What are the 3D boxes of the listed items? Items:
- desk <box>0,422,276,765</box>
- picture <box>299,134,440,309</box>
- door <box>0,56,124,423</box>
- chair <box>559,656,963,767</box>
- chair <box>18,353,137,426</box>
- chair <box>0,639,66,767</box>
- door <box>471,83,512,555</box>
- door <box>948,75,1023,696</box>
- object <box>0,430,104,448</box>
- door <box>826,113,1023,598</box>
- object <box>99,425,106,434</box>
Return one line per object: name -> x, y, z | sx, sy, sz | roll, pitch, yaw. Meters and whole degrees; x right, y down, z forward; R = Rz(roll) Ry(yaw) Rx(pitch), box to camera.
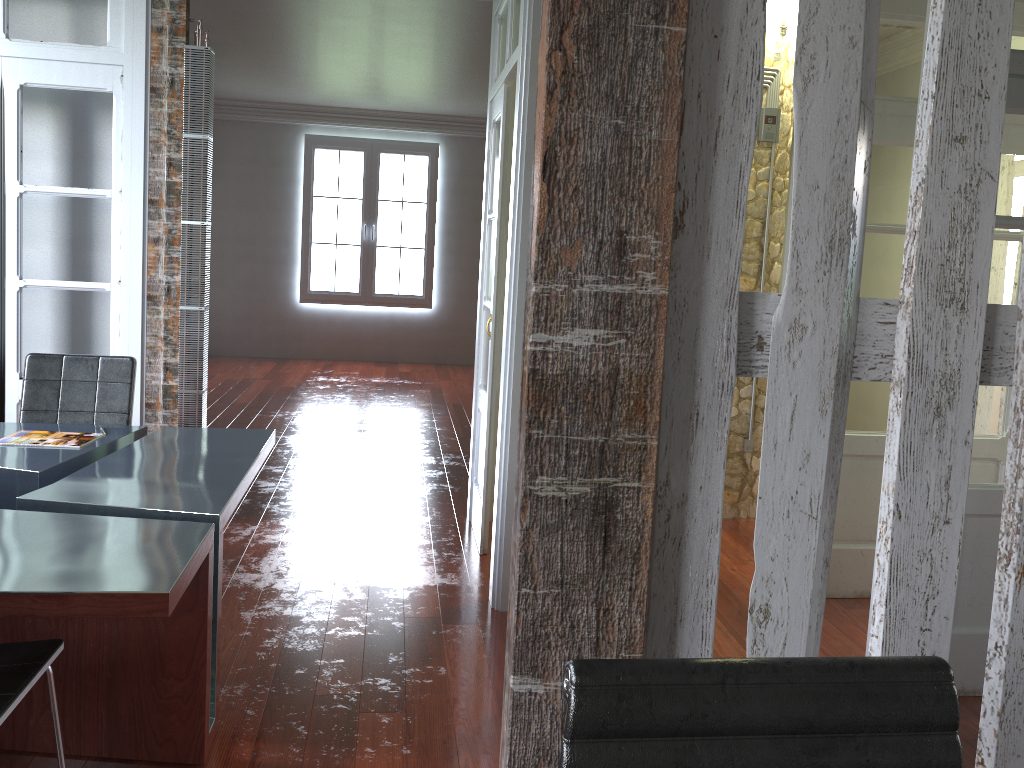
desk -> -1.586, 0.617, 2.699 | 1.445, 0.650, 1.724 | 2, 8, -8
picture -> -1.700, -1.921, 10.564 | 1.579, 1.978, 0.128 | 2, 5, -8
door -> -2.348, -0.397, 4.090 | 1.160, 2.170, 0.041 | 2, 5, -8
chair -> 0.252, 0.836, 0.693 | 0.665, 1.017, 0.703 | 2, 7, -13
chair -> -1.749, 0.376, 3.392 | 0.475, 0.914, 0.605 | 2, 6, -8
chair -> -1.233, 0.645, 1.783 | 0.475, 0.914, 0.605 | 2, 6, -8
door -> -0.020, -0.254, 3.973 | 0.482, 2.170, 1.194 | -1, 7, -33
door -> 1.895, 0.045, 2.995 | 1.076, 2.075, 0.041 | 2, 5, -8
object -> -1.686, 0.202, 3.228 | 0.307, 0.012, 0.225 | 3, 9, -3
door -> 1.772, -0.087, 3.835 | 1.076, 2.075, 0.041 | 2, 5, -8
object -> -1.575, 0.176, 3.407 | 0.011, 0.011, 0.150 | -1, 9, -32
